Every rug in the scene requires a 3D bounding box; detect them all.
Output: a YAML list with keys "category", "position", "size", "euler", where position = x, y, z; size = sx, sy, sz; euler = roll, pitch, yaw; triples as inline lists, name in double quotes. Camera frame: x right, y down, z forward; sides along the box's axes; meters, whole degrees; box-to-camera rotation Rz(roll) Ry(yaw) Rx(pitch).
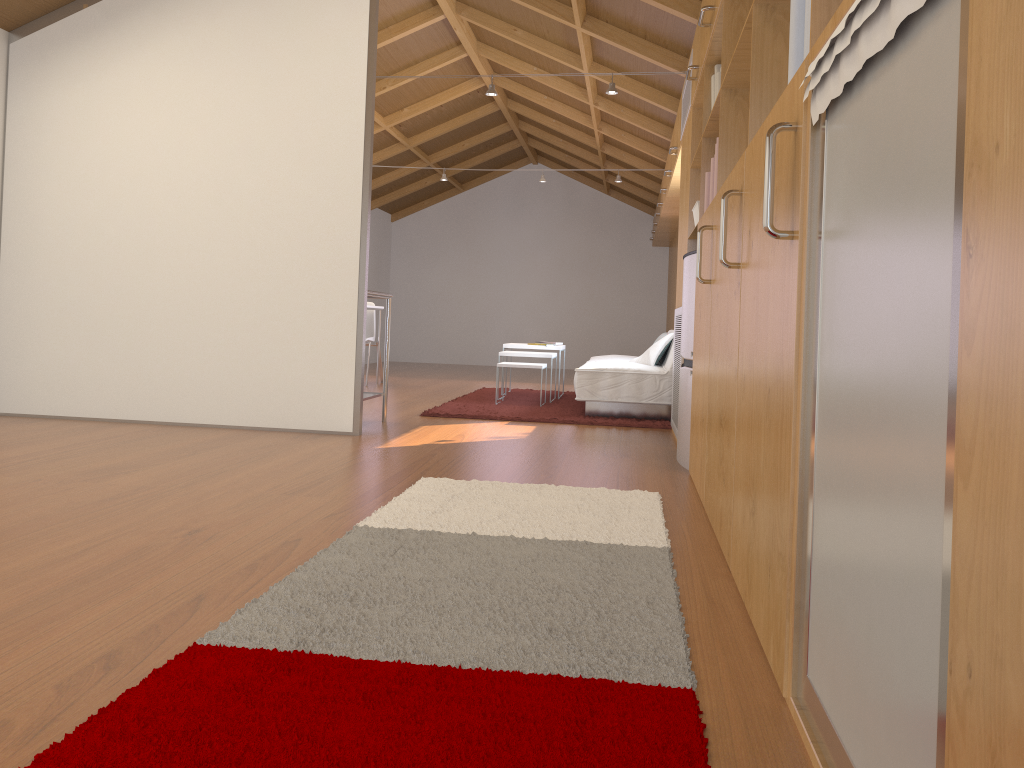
- category: "rug"
  position: [0.506, 0.175, 6.880]
  size: [1.886, 0.020, 2.483]
  euler: [3, 4, 7]
- category: "rug"
  position: [-0.141, 0.515, 1.571]
  size: [0.917, 0.011, 3.726]
  euler: [3, 4, 7]

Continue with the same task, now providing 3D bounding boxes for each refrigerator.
- category: "refrigerator"
  position: [0.939, -0.122, 4.247]
  size: [0.262, 0.987, 0.713]
  euler: [2, 1, 7]

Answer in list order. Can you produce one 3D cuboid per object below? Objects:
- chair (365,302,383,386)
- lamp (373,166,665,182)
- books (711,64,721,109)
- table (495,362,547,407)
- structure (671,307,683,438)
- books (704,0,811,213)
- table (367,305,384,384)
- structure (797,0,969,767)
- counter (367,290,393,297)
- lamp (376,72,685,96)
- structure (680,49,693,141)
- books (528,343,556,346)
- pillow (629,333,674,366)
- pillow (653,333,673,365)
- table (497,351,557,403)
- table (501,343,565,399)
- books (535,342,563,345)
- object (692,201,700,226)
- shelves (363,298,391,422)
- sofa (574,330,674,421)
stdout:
- category: "chair"
  position: [-1.539, -0.402, 8.449]
  size: [0.531, 0.786, 0.547]
  euler: [2, 1, 7]
- category: "lamp"
  position: [-0.457, -2.053, 8.591]
  size: [3.829, 0.153, 0.072]
  euler: [3, 0, 8]
- category: "books"
  position: [0.942, -1.227, 3.749]
  size: [0.176, 0.296, 0.279]
  euler: [2, 2, 7]
- category: "table"
  position: [0.075, -0.001, 6.742]
  size: [0.342, 0.308, 0.369]
  euler: [2, 2, 7]
- category: "structure"
  position: [0.954, -0.080, 5.101]
  size: [0.013, 0.721, 0.820]
  euler: [2, 2, 7]
- category: "books"
  position: [0.737, -0.944, 2.305]
  size: [0.189, 0.657, 3.112]
  euler: [2, 4, 7]
- category: "table"
  position: [-1.896, -0.370, 8.103]
  size: [1.209, 0.743, 0.900]
  euler: [3, 2, 8]
- category: "structure"
  position: [0.569, 0.020, 1.111]
  size: [0.316, 1.079, 0.725]
  euler: [2, 1, 7]
- category: "counter"
  position: [-1.809, -0.570, 5.223]
  size: [2.110, 0.021, 0.650]
  euler: [3, 4, 8]
- category: "lamp"
  position: [-0.876, -1.853, 5.427]
  size: [3.829, 0.153, 0.072]
  euler: [3, 0, 8]
- category: "structure"
  position: [1.017, -1.660, 5.143]
  size: [0.013, 0.300, 0.904]
  euler: [2, 3, 7]
- category: "books"
  position: [0.253, -0.329, 7.438]
  size: [0.193, 0.016, 0.152]
  euler: [5, 5, 37]
- category: "pillow"
  position: [1.046, -0.261, 6.578]
  size: [0.267, 0.252, 0.346]
  euler: [1, 3, -29]
- category: "pillow"
  position: [1.204, -0.295, 7.186]
  size: [0.171, 0.251, 1.043]
  euler: [2, 4, 7]
- category: "table"
  position: [0.129, -0.063, 7.139]
  size: [0.424, 0.383, 0.459]
  euler: [2, 2, 7]
- category: "table"
  position: [0.191, -0.120, 7.597]
  size: [0.485, 0.438, 0.525]
  euler: [2, 2, 7]
- category: "books"
  position: [0.314, -0.347, 7.500]
  size: [0.193, 0.016, 0.152]
  euler: [4, 4, 27]
- category: "object"
  position: [0.980, -0.798, 4.263]
  size: [0.203, 0.122, 0.350]
  euler: [3, 3, 7]
- category: "shelves"
  position: [-1.824, -0.176, 5.218]
  size: [2.093, 0.753, 0.632]
  euler: [3, 1, 8]
- category: "sofa"
  position: [0.983, -0.123, 6.932]
  size: [0.863, 0.628, 2.357]
  euler: [2, 4, 7]
